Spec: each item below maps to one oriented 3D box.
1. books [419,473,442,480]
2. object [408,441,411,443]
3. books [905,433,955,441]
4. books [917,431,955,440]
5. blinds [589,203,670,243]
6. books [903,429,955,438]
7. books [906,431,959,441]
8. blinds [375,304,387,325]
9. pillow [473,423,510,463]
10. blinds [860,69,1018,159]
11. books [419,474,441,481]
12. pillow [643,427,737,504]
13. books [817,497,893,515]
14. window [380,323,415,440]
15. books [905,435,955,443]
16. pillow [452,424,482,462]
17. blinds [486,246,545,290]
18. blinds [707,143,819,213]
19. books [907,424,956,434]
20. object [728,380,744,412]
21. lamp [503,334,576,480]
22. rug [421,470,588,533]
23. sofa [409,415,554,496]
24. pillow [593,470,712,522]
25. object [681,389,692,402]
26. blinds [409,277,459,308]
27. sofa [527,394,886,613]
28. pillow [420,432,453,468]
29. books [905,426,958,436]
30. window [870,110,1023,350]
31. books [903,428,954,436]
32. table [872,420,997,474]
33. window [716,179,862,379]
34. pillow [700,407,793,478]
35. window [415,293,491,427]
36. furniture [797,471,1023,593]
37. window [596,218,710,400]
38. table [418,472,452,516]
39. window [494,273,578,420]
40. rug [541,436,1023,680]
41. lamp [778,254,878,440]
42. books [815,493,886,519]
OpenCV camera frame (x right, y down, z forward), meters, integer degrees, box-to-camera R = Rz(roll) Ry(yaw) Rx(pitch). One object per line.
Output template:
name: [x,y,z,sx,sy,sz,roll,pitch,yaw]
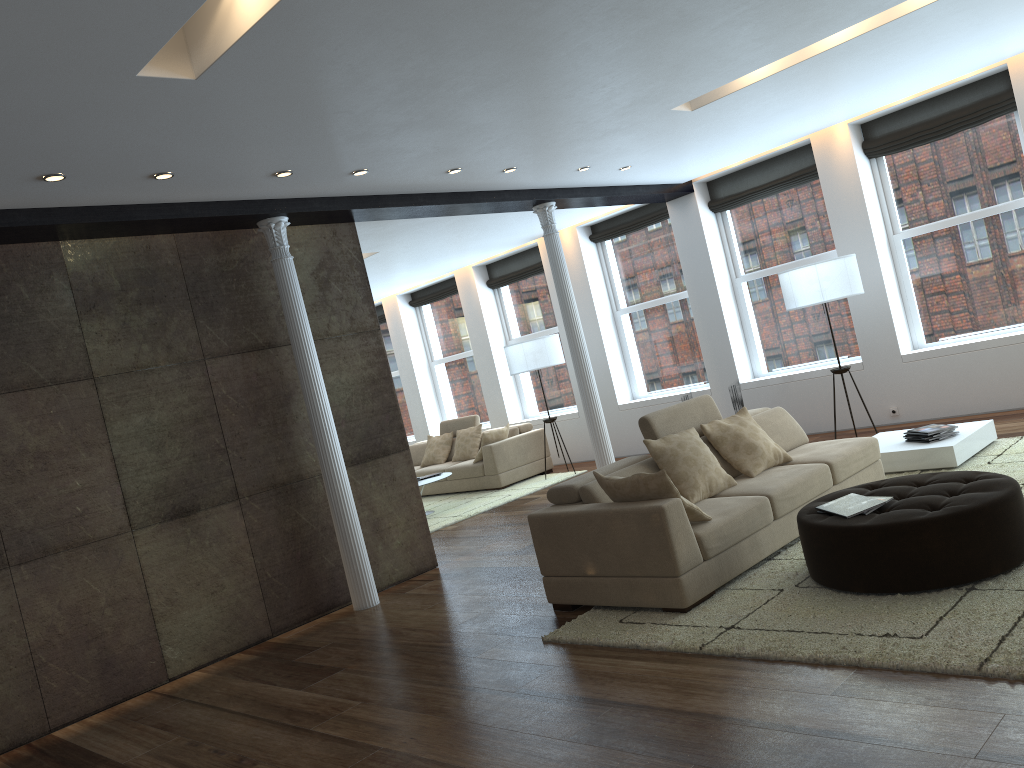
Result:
books: [-1.009,1.108,10.638,0.300,0.010,0.220,-14,1,-29]
object: [-2.157,1.237,13.346,1.125,1.014,1.119,-13,1,32]
books: [3.150,0.391,6.693,0.220,0.010,0.300,-14,1,-9]
books: [3.172,0.376,6.697,0.220,0.010,0.300,-13,1,6]
blinds: [1.509,-2.023,10.960,0.156,0.275,1.396,-14,1,-44]
books: [3.145,0.372,6.693,0.220,0.010,0.300,-14,1,-19]
books: [3.176,0.395,6.697,0.220,0.010,0.300,-14,1,-24]
blinds: [-2.349,-1.135,15.028,0.156,0.327,1.377,-14,1,-44]
pillow: [-0.255,0.754,11.309,0.395,0.393,0.518,-13,1,42]
blinds: [4.009,-2.513,8.345,0.156,0.424,1.439,-14,1,-44]
books: [-1.002,1.116,10.614,0.300,0.010,0.220,-14,1,-9]
pillow: [1.123,0.497,5.568,0.534,0.439,0.301,-14,1,-41]
books: [1.718,0.609,4.446,0.219,0.031,0.300,-14,1,-29]
window: [-1.832,0.293,23.808,34.761,17.917,13.698,-14,1,-44]
books: [3.154,0.410,6.693,0.220,0.010,0.300,-14,1,-9]
pillow: [-0.613,0.805,12.020,0.534,0.439,0.301,-13,1,42]
blinds: [0.115,-1.651,12.443,0.156,0.393,1.342,-14,1,-44]
blinds: [2.745,-2.237,9.652,0.183,0.395,1.431,-14,1,-44]
books: [3.163,0.338,6.696,0.220,0.010,0.300,-14,1,-4]
object: [2.431,0.336,9.420,0.458,0.781,0.458,-13,1,45]
lamp: [0.435,0.301,10.938,0.698,1.728,0.698,-14,1,-20]
rug: [-1.547,1.654,11.335,2.972,0.020,4.231,-14,1,-44]
sofa: [-0.764,0.972,12.196,1.018,0.950,2.581,-14,1,-44]
pillow: [0.762,0.618,4.868,0.395,0.393,0.518,-14,1,-41]
object: [1.963,0.446,9.603,0.458,0.781,0.458,-13,1,45]
blinds: [-1.119,-1.437,13.726,0.156,0.275,1.442,-14,1,-44]
sofa: [1.339,0.575,5.738,2.581,0.950,1.021,-14,1,-44]
pillow: [-1.045,0.913,12.459,0.519,0.416,0.368,-13,1,41]
books: [3.167,0.357,6.696,0.220,0.010,0.300,-14,1,-29]
window: [4.287,-1.544,8.407,0.123,2.400,1.442,-14,1,-44]
books: [3.141,0.353,6.692,0.220,0.010,0.300,-14,1,-9]
table: [3.127,0.506,6.876,0.900,0.170,0.900,-14,1,-44]
window: [3.037,-1.265,9.723,0.123,2.400,1.432,-14,1,-44]
pillow: [1.568,0.393,5.995,0.519,0.416,0.368,-14,1,-40]
window: [-0.826,-0.403,13.789,0.123,2.400,1.444,-14,1,-44]
furniture: [2.001,0.724,4.469,1.057,0.355,1.057,-14,1,-42]
window: [1.804,-0.990,11.021,0.123,2.400,1.391,-14,1,-44]
table: [-1.156,1.363,10.435,1.022,0.393,1.022,-14,1,0]
window: [0.396,-0.676,12.503,0.123,2.400,1.345,-14,1,-44]
rug: [2.641,0.750,5.104,4.231,0.020,2.972,-14,1,-44]
lamp: [3.015,-0.274,8.223,0.698,1.728,0.698,-14,1,-20]
books: [1.692,0.608,4.442,0.220,0.040,0.301,-14,1,-9]
